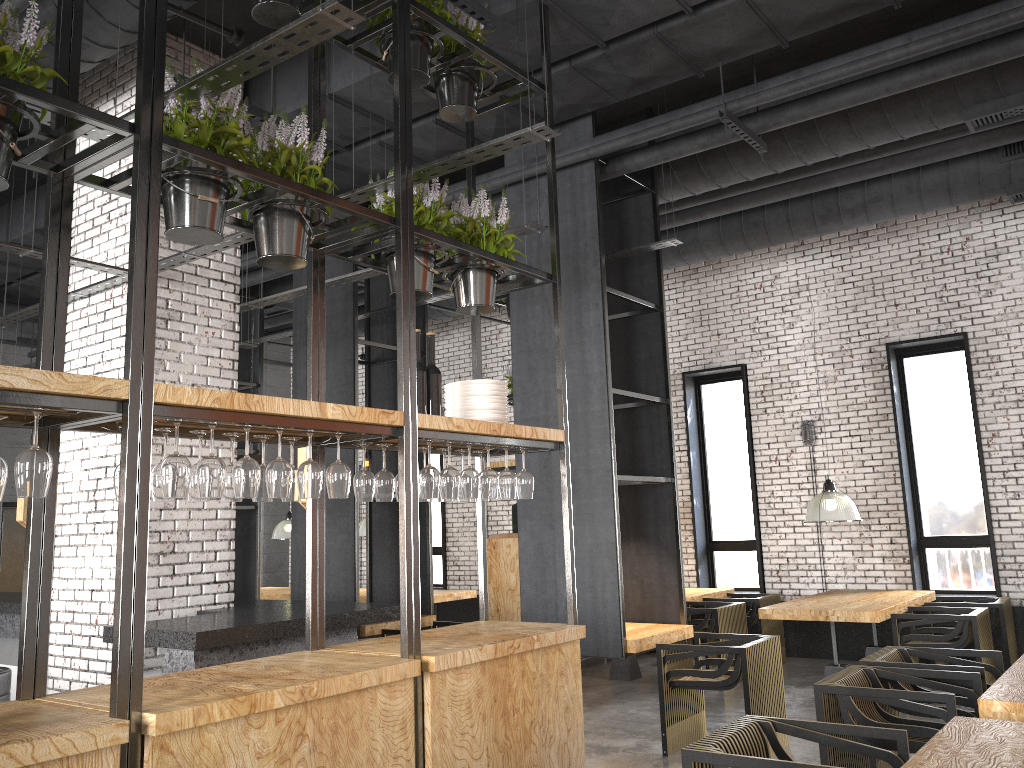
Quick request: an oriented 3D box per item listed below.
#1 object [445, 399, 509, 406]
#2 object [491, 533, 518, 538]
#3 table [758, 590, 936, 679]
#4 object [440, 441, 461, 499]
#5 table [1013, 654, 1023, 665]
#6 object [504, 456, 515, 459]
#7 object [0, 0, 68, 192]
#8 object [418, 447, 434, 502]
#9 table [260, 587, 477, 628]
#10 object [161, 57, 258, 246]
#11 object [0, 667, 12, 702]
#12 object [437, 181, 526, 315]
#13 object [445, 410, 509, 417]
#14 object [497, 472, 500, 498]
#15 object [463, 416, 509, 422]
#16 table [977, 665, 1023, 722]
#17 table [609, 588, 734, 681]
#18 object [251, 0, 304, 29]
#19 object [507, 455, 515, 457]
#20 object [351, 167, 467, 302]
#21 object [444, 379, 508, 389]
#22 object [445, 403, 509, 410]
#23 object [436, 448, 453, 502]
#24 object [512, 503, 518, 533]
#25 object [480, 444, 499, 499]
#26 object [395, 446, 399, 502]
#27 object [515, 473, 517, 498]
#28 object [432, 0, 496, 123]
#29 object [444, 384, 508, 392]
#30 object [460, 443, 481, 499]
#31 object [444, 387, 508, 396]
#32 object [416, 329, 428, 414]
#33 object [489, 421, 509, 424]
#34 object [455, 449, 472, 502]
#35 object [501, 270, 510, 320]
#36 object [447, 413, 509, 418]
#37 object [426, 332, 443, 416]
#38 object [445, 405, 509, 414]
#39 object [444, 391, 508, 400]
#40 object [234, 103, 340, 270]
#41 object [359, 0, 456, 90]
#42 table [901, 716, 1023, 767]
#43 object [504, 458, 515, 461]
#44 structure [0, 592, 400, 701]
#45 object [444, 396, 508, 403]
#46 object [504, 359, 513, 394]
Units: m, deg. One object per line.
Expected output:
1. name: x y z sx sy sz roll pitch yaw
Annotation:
1. object: -0.185 0.117 4.628 0.334 0.039 0.334 -11 -13 43
2. object: 0.069 1.589 9.308 0.411 0.050 0.410 -9 -11 35
3. table: 3.196 2.388 8.221 0.998 0.766 2.112 -9 -12 36
4. object: -0.290 0.398 4.112 0.101 0.268 0.100 -2 -10 0
5. table: 3.270 1.800 4.563 0.998 0.766 0.994 -9 -12 36
6. object: 0.080 0.790 9.421 0.334 0.046 0.334 -5 -10 17
7. object: -1.723 -0.916 2.841 0.416 0.561 0.466 -4 -10 13
8. object: -0.431 0.448 4.396 0.101 0.268 0.100 -2 -10 0
9. table: -2.393 3.202 12.016 4.129 0.766 0.998 -9 -12 36
10. object: -1.228 -0.837 3.445 0.467 0.561 0.415 0 -10 -14
11. object: -2.257 1.703 3.563 0.399 1.039 0.396 1 -11 -18
12. object: -0.198 -0.665 4.755 0.416 0.561 0.466 -8 -11 30
13. object: -0.182 0.171 4.618 0.335 0.040 0.333 -2 -9 0
14. object: -0.124 1.063 9.304 0.101 0.268 0.100 1 -11 -17
15. object: -0.182 0.209 4.612 0.334 0.046 0.334 -5 -10 17
16. table: 2.670 1.694 3.767 0.998 0.766 0.994 -9 -12 36
17. table: 1.503 2.648 9.453 0.998 0.766 2.112 -9 -12 36
18. object: -1.050 -1.901 3.959 0.467 0.561 0.415 -8 -11 30
19. object: 0.081 0.771 9.424 0.334 0.037 0.333 -3 -9 3
20. object: -0.511 -0.707 4.425 0.415 0.561 0.466 -12 -14 44
21. object: -0.188 0.021 4.646 0.334 0.039 0.333 -4 -9 10
22. object: -0.183 0.132 4.625 0.334 0.041 0.333 3 -11 -31
23. object: -0.343 0.464 4.513 0.101 0.268 0.100 -2 -10 0
24. object: 0.086 1.297 9.198 0.156 0.556 0.106 -9 -12 35
25. object: -0.113 0.429 4.346 0.101 0.268 0.100 -2 -10 0
26. object: -0.519 0.433 4.279 0.101 0.268 0.100 -2 -10 0
27. object: 0.047 1.093 9.531 0.101 0.268 0.100 1 -11 -17
28. object: -0.314 -1.769 4.955 0.416 0.561 0.466 3 -11 -29
29. object: -0.187 0.040 4.642 0.334 0.039 0.333 -4 -9 11
30. object: -0.201 0.413 4.229 0.101 0.268 0.100 -2 -10 0
31. object: -0.187 0.059 4.639 0.334 0.044 0.333 -3 -9 7
32. object: -0.460 -0.031 4.285 0.098 0.473 0.097 -2 -10 -1
33. object: -0.180 0.229 4.608 0.334 0.033 0.334 -11 -13 44
34. object: -0.255 0.479 4.630 0.101 0.268 0.100 -2 -10 0
35. object: 0.047 -0.998 9.854 0.416 0.561 0.466 -4 -10 11
36. object: -0.181 0.190 4.615 0.334 0.037 0.333 -3 -9 3
37. object: -0.396 -0.020 4.371 0.098 0.473 0.097 -2 -10 -1
38. object: -0.184 0.152 4.622 0.334 0.039 0.333 -3 -9 3
39. object: -0.187 0.078 4.635 0.334 0.041 0.333 -3 -9 6
40. object: -0.991 -0.788 3.808 0.416 0.561 0.466 -3 -10 4
41. object: -0.528 -1.824 4.562 0.416 0.561 0.466 -4 -10 9
42. table: 1.837 1.552 2.689 0.998 0.766 0.994 -9 -12 36
43. object: 0.082 0.810 9.417 0.335 0.033 0.333 0 -9 -15
44. structure: -4.247 1.874 5.580 5.867 1.539 4.302 -9 -11 36
45. object: -0.185 0.097 4.631 0.334 0.043 0.333 -5 -10 20
46. object: 0.127 0.102 9.639 0.467 0.561 0.415 -2 -10 2
